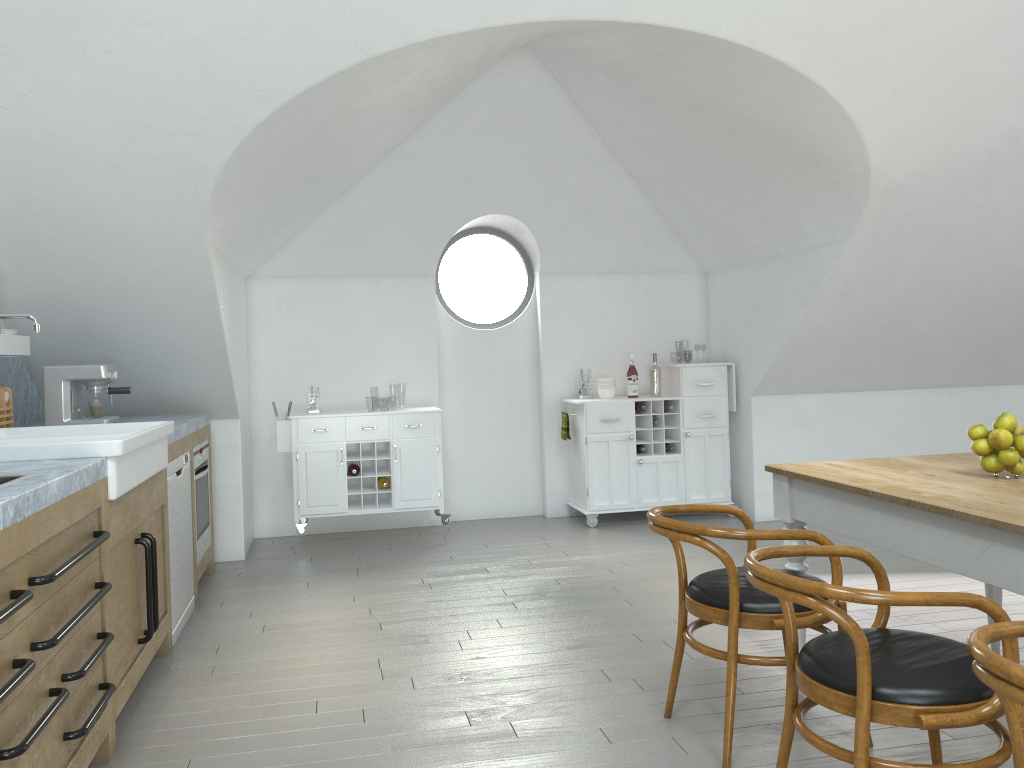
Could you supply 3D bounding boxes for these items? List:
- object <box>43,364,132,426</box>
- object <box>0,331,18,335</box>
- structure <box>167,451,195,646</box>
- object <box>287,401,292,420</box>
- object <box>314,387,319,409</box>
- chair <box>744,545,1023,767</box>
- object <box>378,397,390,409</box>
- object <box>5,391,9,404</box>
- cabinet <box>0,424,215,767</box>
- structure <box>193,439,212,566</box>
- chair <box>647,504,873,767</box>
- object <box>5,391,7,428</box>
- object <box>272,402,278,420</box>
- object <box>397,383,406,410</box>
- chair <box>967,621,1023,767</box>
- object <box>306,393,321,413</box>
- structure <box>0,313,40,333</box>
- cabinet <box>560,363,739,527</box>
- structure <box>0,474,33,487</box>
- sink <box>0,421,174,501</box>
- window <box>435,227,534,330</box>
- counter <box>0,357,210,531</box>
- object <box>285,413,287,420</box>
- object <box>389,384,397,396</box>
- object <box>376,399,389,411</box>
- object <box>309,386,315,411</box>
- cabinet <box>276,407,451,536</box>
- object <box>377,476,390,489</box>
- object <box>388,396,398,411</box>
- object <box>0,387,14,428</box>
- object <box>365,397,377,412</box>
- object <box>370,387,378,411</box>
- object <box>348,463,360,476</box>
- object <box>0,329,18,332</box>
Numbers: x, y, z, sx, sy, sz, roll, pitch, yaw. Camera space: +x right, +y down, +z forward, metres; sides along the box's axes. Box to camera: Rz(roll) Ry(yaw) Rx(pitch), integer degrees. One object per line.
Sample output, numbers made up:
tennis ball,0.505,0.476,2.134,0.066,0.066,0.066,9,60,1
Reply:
object,-2.181,0.060,4.613,0.387,0.320,0.324,-2,1,-12
object,-2.465,-0.233,4.204,0.213,0.025,0.213,-3,2,-24
structure,-1.886,0.774,4.232,0.598,0.823,0.724,-2,1,-12
object,-1.501,0.250,5.915,0.088,0.269,0.029,-2,0,15
object,-1.362,0.103,6.183,0.039,0.164,0.024,-2,0,1
chair,0.896,0.788,2.173,0.621,0.735,0.527,-2,1,-9
object,-0.903,0.140,6.180,0.094,0.093,0.093,-2,1,-24
object,-2.365,0.130,4.141,0.042,0.192,0.040,-2,0,39
cabinet,-1.627,0.843,2.187,1.004,1.022,6.429,-2,2,-12
structure,-2.039,0.662,4.973,0.631,0.636,0.632,-2,1,-12
chair,0.759,0.771,2.884,0.621,0.735,0.527,-2,1,-15
object,-2.383,0.133,4.162,0.019,0.196,0.022,-2,0,-11
object,-1.554,0.252,5.904,0.088,0.269,0.029,-2,0,-38
object,-0.771,0.089,6.189,0.063,0.187,0.063,-2,0,-26
chair,1.103,0.803,1.473,0.621,0.735,0.527,-2,1,-15
object,-1.384,0.137,6.188,0.101,0.138,0.067,-2,0,-12
structure,-2.071,-0.012,3.536,0.333,0.530,0.214,-2,0,-31
cabinet,1.022,0.433,6.732,1.242,1.154,0.610,-2,0,-12
structure,-1.562,0.290,2.019,0.647,0.041,0.737,-2,2,-12
sink,-1.729,0.285,3.318,0.727,0.202,1.021,-2,2,-12
window,-0.228,-0.826,6.963,0.900,0.900,0.060,-2,0,-12
counter,-1.690,0.023,2.254,0.962,0.619,6.576,-2,2,-12
object,-1.512,0.310,5.942,0.038,0.262,0.038,-2,0,21
object,-0.832,0.094,6.207,0.054,0.179,0.054,-2,0,-34
object,-0.888,0.146,6.089,0.077,0.085,0.077,-2,1,-24
object,-1.396,0.101,6.191,0.039,0.175,0.054,-2,0,-12
cabinet,-1.020,0.584,6.114,1.135,0.789,0.497,-2,1,-12
object,-0.881,0.675,6.084,0.082,0.083,0.317,-2,2,-12
object,-0.821,0.136,6.138,0.071,0.098,0.071,-2,1,12
object,-2.397,0.125,4.100,0.104,0.223,0.200,-2,1,-12
object,-0.958,0.140,6.038,0.082,0.105,0.082,-2,1,2
object,-0.948,0.105,6.119,0.048,0.169,0.048,-2,0,-24
object,-1.071,0.581,6.007,0.082,0.085,0.317,-2,2,-11
object,-2.465,-0.241,4.204,0.213,0.025,0.213,-3,2,-24
